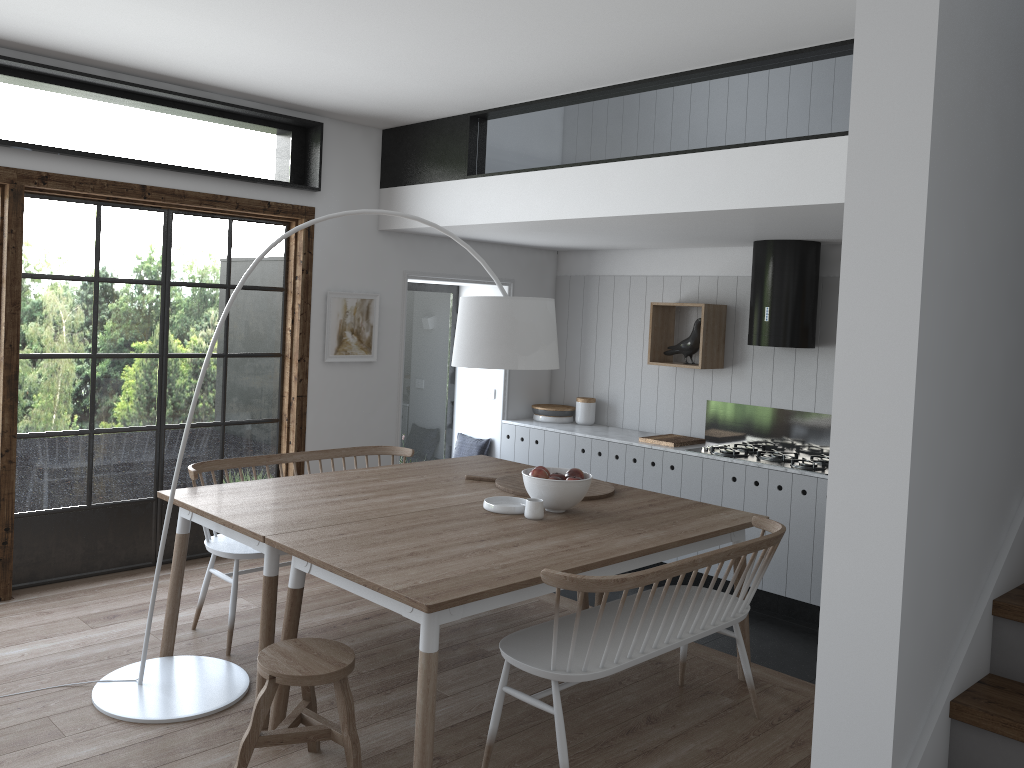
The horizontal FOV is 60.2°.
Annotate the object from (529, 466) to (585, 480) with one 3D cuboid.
[{"bbox_3d":[0.195,0.460,3.930,0.253,0.167,0.235,3,4,6],"label":"object"}]

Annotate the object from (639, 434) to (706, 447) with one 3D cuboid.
[{"bbox_3d":[1.136,0.399,6.256,0.389,0.030,0.299,-2,7,-45],"label":"object"}]

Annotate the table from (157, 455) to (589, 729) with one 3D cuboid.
[{"bbox_3d":[-0.571,0.872,4.337,1.985,0.748,0.964,-2,6,-45],"label":"table"}]

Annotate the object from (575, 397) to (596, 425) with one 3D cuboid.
[{"bbox_3d":[0.586,0.219,7.046,0.156,0.212,0.152,3,3,14],"label":"object"}]

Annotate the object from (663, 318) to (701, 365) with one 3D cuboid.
[{"bbox_3d":[1.245,-0.313,6.369,0.135,0.334,0.344,1,4,-44],"label":"object"}]

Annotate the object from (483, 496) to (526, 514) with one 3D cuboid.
[{"bbox_3d":[-0.020,0.537,3.916,0.220,0.035,0.210,5,5,24],"label":"object"}]

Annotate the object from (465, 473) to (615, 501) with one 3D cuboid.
[{"bbox_3d":[0.178,0.512,4.430,0.663,0.023,0.610,1,5,-22],"label":"object"}]

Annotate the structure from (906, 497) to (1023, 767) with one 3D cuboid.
[{"bbox_3d":[2.071,0.398,2.361,3.503,2.626,1.088,-1,4,-45],"label":"structure"}]

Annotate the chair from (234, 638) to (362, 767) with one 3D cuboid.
[{"bbox_3d":[-0.651,1.135,2.918,0.444,0.449,0.470,5,4,32],"label":"chair"}]

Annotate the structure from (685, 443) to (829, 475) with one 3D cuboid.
[{"bbox_3d":[1.688,0.458,5.714,0.539,0.048,1.013,-2,7,-45],"label":"structure"}]

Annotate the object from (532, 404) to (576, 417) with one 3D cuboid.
[{"bbox_3d":[0.339,0.216,7.205,0.361,0.065,0.358,3,5,5],"label":"object"}]

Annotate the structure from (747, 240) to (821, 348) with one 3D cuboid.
[{"bbox_3d":[1.772,-0.677,5.740,0.415,0.867,0.414,3,2,2],"label":"structure"}]

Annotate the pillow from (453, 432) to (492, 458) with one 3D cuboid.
[{"bbox_3d":[-0.332,0.571,7.279,0.176,0.293,0.415,0,4,-45],"label":"pillow"}]

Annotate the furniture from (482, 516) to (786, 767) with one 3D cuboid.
[{"bbox_3d":[0.511,0.971,3.335,1.322,0.809,0.561,-1,5,-45],"label":"furniture"}]

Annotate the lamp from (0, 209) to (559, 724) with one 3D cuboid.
[{"bbox_3d":[-2.350,0.252,3.191,5.128,2.022,0.888,1,3,-18],"label":"lamp"}]

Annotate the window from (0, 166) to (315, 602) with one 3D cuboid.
[{"bbox_3d":[-3.270,0.031,4.036,5.252,2.253,0.166,-2,4,-45],"label":"window"}]

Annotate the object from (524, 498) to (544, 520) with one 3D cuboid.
[{"bbox_3d":[0.096,0.533,3.764,0.081,0.078,0.086,-1,5,-45],"label":"object"}]

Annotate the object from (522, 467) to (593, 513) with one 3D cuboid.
[{"bbox_3d":[0.197,0.481,3.933,0.324,0.164,0.306,6,5,42],"label":"object"}]

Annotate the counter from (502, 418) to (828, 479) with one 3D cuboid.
[{"bbox_3d":[2.329,0.574,5.060,0.563,0.020,6.312,-2,7,-45],"label":"counter"}]

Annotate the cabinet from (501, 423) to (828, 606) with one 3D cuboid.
[{"bbox_3d":[2.114,0.967,4.877,0.010,0.746,6.308,1,4,-45],"label":"cabinet"}]

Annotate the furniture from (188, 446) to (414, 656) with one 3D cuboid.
[{"bbox_3d":[-1.020,0.799,4.616,1.322,0.809,0.561,-1,5,-45],"label":"furniture"}]

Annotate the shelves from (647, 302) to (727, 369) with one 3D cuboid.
[{"bbox_3d":[2.388,-0.237,5.202,0.291,0.796,3.686,0,5,-45],"label":"shelves"}]

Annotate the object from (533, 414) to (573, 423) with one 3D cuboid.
[{"bbox_3d":[0.336,0.274,7.207,0.324,0.055,0.328,2,5,-6],"label":"object"}]

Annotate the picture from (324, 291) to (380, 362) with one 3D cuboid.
[{"bbox_3d":[-1.093,-0.388,6.024,0.422,0.470,0.030,0,3,-45],"label":"picture"}]

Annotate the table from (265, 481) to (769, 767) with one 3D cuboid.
[{"bbox_3d":[0.105,0.958,3.653,1.985,0.748,0.964,-2,6,-45],"label":"table"}]
